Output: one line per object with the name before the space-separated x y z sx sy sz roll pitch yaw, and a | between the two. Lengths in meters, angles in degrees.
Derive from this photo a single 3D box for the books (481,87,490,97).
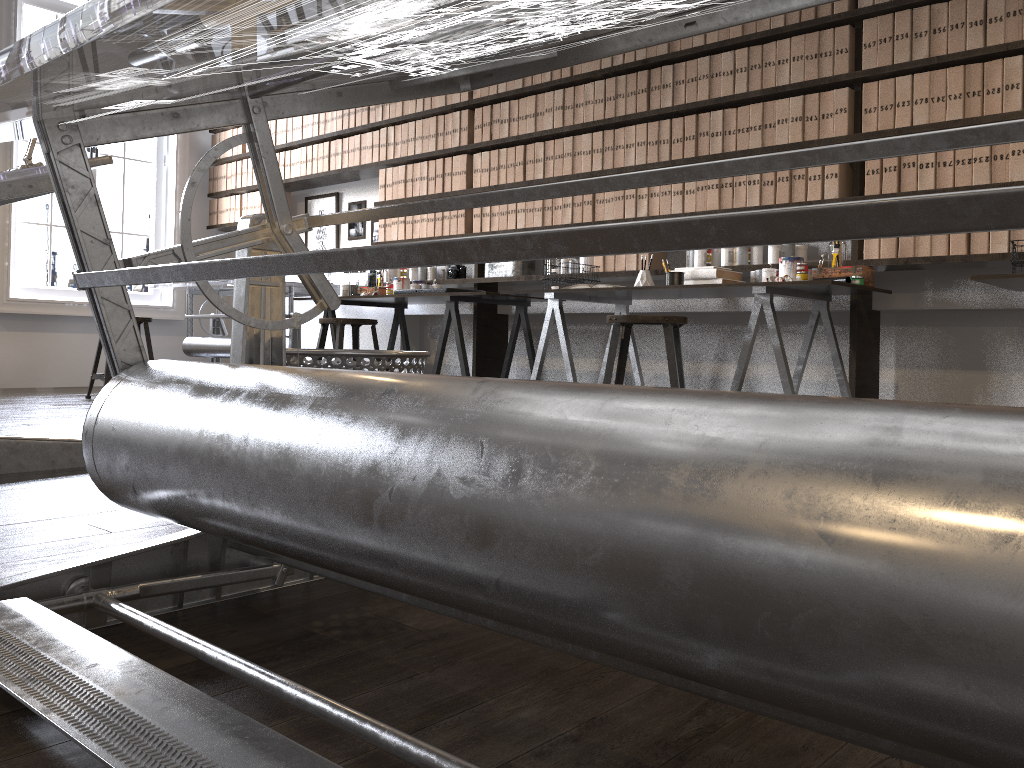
books | -0.103 -1.844 5.427 0.067 0.226 0.174 1 0 42

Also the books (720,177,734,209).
books | 1.094 -0.955 4.338 0.067 0.226 0.174 1 0 42

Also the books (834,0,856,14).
books | 1.515 -1.746 3.983 0.067 0.225 0.174 1 0 42

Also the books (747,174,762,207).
books | 1.197 -0.948 4.241 0.067 0.226 0.174 1 0 42

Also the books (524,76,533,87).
books | 0.151 -1.829 5.202 0.067 0.226 0.174 1 0 42

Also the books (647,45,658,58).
books | 0.781 -1.791 4.638 0.067 0.225 0.174 1 0 42

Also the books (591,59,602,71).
books | 0.513 -1.807 4.870 0.067 0.226 0.174 1 0 42

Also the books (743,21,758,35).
books | 1.190 -1.766 4.276 0.067 0.226 0.174 1 0 42

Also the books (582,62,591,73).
books | 0.469 -1.810 4.916 0.067 0.225 0.174 1 0 42

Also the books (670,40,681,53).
books | 0.885 -1.785 4.549 0.067 0.226 0.174 1 0 42

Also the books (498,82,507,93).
books | 0.002 -1.838 5.331 0.067 0.225 0.174 1 0 42

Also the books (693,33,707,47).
books | 0.985 -1.778 4.452 0.067 0.226 0.174 1 0 42

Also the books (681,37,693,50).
books | 0.935 -1.781 4.501 0.067 0.226 0.174 1 0 42

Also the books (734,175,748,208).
books | 1.147 -0.952 4.291 0.067 0.226 0.174 1 0 42

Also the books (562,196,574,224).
books | 0.364 -0.999 4.983 0.067 0.226 0.174 1 0 42

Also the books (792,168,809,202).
books | 1.364 -0.938 4.098 0.067 0.225 0.174 1 0 42

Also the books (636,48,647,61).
books | 0.733 -1.793 4.679 0.067 0.225 0.174 1 0 42

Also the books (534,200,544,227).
books | 0.207 -1.008 5.120 0.067 0.226 0.174 1 0 42

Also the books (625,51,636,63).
books | 0.678 -1.797 4.726 0.067 0.226 0.174 1 0 42

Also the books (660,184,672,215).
books | 0.839 -0.970 4.564 0.067 0.226 0.174 1 0 42

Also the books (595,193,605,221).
books | 0.532 -0.989 4.840 0.067 0.225 0.174 1 0 42

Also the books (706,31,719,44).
books | 1.041 -1.775 4.405 0.067 0.225 0.174 1 0 42

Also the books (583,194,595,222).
books | 0.473 -0.992 4.885 0.067 0.226 0.174 1 0 42

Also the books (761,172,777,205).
books | 1.253 -0.945 4.197 0.067 0.226 0.174 1 0 42

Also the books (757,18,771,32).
books | 1.243 -1.763 4.229 0.067 0.226 0.174 1 0 42

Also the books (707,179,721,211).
books | 1.039 -0.958 4.379 0.067 0.226 0.174 1 0 42

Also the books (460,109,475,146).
books | -0.237 -1.584 5.540 0.067 0.226 0.174 1 0 42

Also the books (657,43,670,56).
books | 0.828 -1.787 4.590 0.067 0.226 0.174 1 0 42

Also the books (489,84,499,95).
books | -0.054 -1.841 5.377 0.067 0.226 0.174 1 0 42

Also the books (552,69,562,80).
books | 0.310 -1.819 5.060 0.067 0.226 0.174 1 0 42

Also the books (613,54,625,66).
books | 0.623 -1.800 4.777 0.067 0.226 0.174 1 0 42

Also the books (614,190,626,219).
books | 0.623 -0.983 4.749 0.067 0.226 0.174 1 0 42

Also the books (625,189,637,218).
books | 0.678 -0.980 4.701 0.067 0.226 0.174 1 0 42

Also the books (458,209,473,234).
books | -0.253 -1.036 5.532 0.067 0.226 0.174 1 0 42

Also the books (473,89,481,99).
books | -0.154 -1.847 5.475 0.067 0.226 0.174 1 0 42

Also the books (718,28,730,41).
books | 1.089 -1.772 4.364 0.067 0.225 0.174 1 0 42

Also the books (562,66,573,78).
books | 0.362 -1.816 5.006 0.067 0.226 0.174 1 0 42

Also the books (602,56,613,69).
books | 0.567 -1.803 4.822 0.067 0.226 0.174 1 0 42

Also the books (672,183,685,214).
books | 0.889 -0.967 4.514 0.067 0.226 0.174 1 0 42

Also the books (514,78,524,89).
books | 0.097 -1.832 5.242 0.067 0.226 0.174 1 0 42

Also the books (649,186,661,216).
books | 0.789 -0.973 4.612 0.067 0.226 0.174 1 0 42

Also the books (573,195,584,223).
books | 0.421 -0.995 4.939 0.067 0.226 0.174 1 0 42

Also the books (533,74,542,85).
books | 0.204 -1.826 5.154 0.067 0.226 0.174 1 0 42

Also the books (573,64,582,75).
books | 0.421 -1.812 4.961 0.067 0.225 0.174 1 0 42

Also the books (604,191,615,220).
books | 0.579 -0.986 4.794 0.067 0.225 0.174 1 0 42

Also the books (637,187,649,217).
books | 0.734 -0.976 4.655 0.067 0.226 0.174 1 0 42

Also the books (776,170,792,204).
books | 1.305 -0.942 4.143 0.067 0.226 0.174 1 0 42

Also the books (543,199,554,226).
books | 0.261 -1.005 5.080 0.067 0.226 0.174 1 0 42

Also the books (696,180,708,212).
books | 0.993 -0.961 4.427 0.067 0.225 0.174 1 0 42

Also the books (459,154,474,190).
books | -0.245 -1.306 5.530 0.067 0.226 0.174 1 0 42

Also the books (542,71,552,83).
books | 0.254 -1.822 5.104 0.067 0.226 0.174 1 0 42

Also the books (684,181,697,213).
books | 0.945 -0.964 4.467 0.067 0.225 0.174 1 0 42

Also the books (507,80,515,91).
books | 0.050 -1.835 5.290 0.067 0.225 0.174 1 0 42
